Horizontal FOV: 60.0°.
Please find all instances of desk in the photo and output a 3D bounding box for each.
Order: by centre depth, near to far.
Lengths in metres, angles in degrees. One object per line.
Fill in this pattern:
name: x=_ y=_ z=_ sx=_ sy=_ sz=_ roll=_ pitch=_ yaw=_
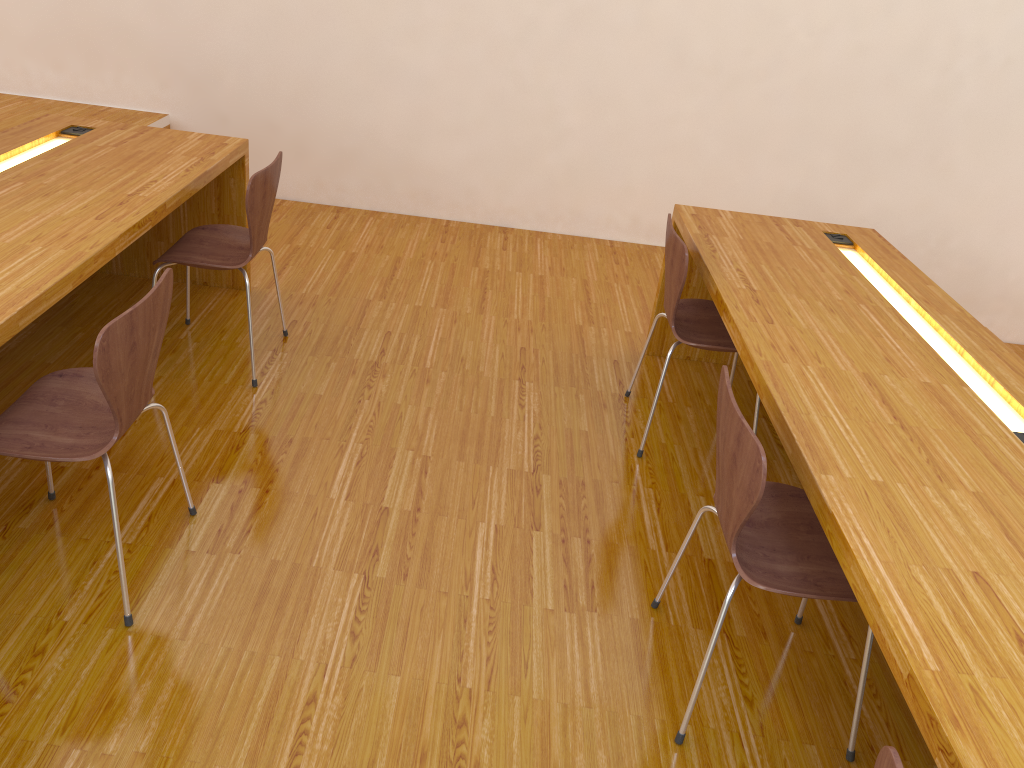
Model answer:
desk: x=1.153 y=0.549 z=2.093 sx=1.285 sy=0.918 sz=3.236 roll=7 pitch=27 yaw=-2
desk: x=-1.453 y=0.015 z=2.095 sx=0.760 sy=0.606 sz=3.185 roll=7 pitch=27 yaw=-2

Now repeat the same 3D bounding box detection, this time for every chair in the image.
chair: x=0.547 y=0.803 z=0.995 sx=0.381 sy=0.693 sz=0.428 roll=7 pitch=27 yaw=-2
chair: x=0.568 y=0.359 z=1.858 sx=0.381 sy=0.693 sz=0.428 roll=7 pitch=27 yaw=-2
chair: x=-0.966 y=0.103 z=1.949 sx=0.381 sy=0.693 sz=0.428 roll=7 pitch=27 yaw=-2
chair: x=0.630 y=-0.148 z=2.854 sx=0.381 sy=0.693 sz=0.428 roll=7 pitch=27 yaw=-2
chair: x=-0.980 y=-0.413 z=2.942 sx=0.381 sy=0.693 sz=0.428 roll=7 pitch=27 yaw=-2
